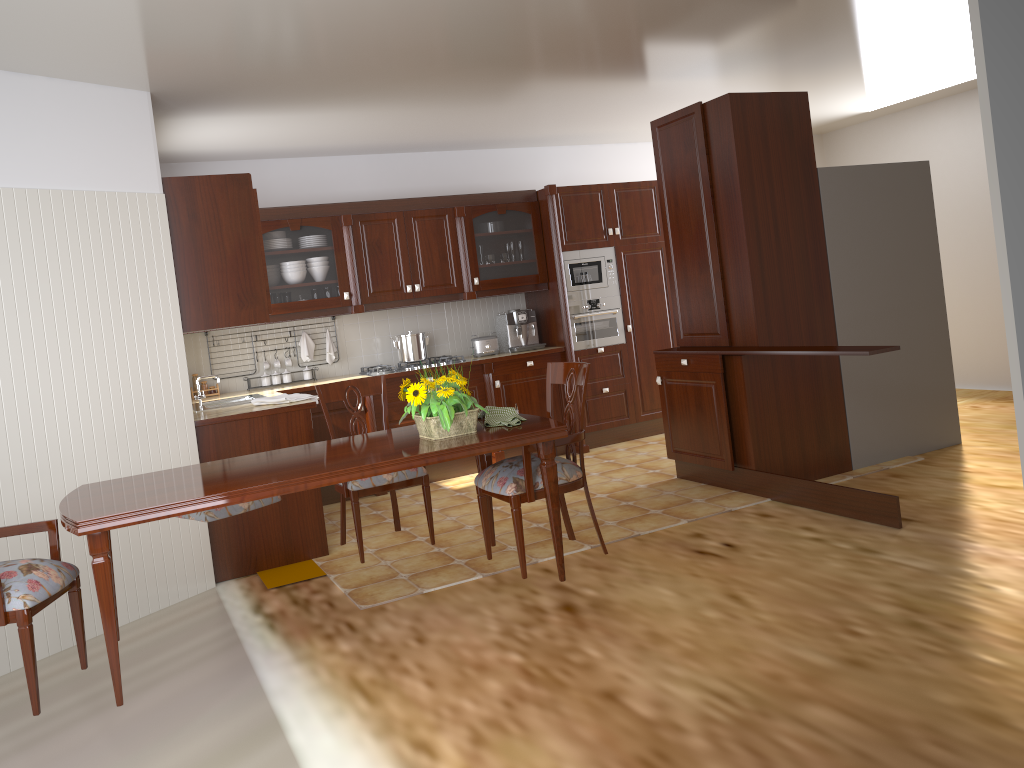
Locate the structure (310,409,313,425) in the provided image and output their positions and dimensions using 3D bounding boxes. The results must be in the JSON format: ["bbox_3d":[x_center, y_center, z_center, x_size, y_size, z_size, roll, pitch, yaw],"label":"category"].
[{"bbox_3d":[-1.272,0.521,4.788,0.381,0.745,0.423,-8,2,-25],"label":"structure"}]

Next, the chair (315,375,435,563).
[{"bbox_3d":[-0.617,0.356,3.956,0.406,0.744,0.458,-8,2,-28],"label":"chair"}]

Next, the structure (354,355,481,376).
[{"bbox_3d":[-0.712,-0.143,6.475,0.819,0.046,0.590,-10,6,-25],"label":"structure"}]

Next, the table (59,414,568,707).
[{"bbox_3d":[-0.629,0.528,3.126,1.685,0.557,0.734,-9,4,-25],"label":"table"}]

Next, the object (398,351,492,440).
[{"bbox_3d":[-0.257,0.054,3.237,0.300,0.337,0.317,-9,4,-33],"label":"object"}]

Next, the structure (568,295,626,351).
[{"bbox_3d":[0.651,-0.473,6.832,0.496,0.374,0.041,-9,2,-25],"label":"structure"}]

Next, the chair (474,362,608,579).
[{"bbox_3d":[0.096,0.314,3.470,0.461,0.744,0.404,-8,2,-24],"label":"chair"}]

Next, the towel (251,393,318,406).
[{"bbox_3d":[-1.238,0.100,4.911,0.329,0.097,0.346,-4,6,28],"label":"towel"}]

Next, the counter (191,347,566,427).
[{"bbox_3d":[-0.713,-0.043,5.803,2.795,0.032,1.824,-10,6,-25],"label":"counter"}]

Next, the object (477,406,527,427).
[{"bbox_3d":[-0.056,0.114,3.491,0.167,0.056,0.529,-8,6,-11],"label":"object"}]

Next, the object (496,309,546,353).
[{"bbox_3d":[0.062,-0.418,6.859,0.276,0.321,0.323,-8,3,-25],"label":"object"}]

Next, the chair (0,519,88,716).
[{"bbox_3d":[-1.611,0.599,2.711,0.460,0.744,0.405,-7,2,-3],"label":"chair"}]

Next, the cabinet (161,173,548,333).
[{"bbox_3d":[-0.733,-0.877,5.606,2.793,0.777,1.368,-9,5,-25],"label":"cabinet"}]

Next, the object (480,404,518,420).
[{"bbox_3d":[-0.051,0.112,3.538,0.146,0.046,0.046,-8,3,-12],"label":"object"}]

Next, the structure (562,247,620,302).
[{"bbox_3d":[0.537,-0.855,6.969,0.497,0.385,0.316,-9,3,-25],"label":"structure"}]

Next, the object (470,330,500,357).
[{"bbox_3d":[-0.206,-0.307,6.741,0.244,0.188,0.140,-9,3,-24],"label":"object"}]
